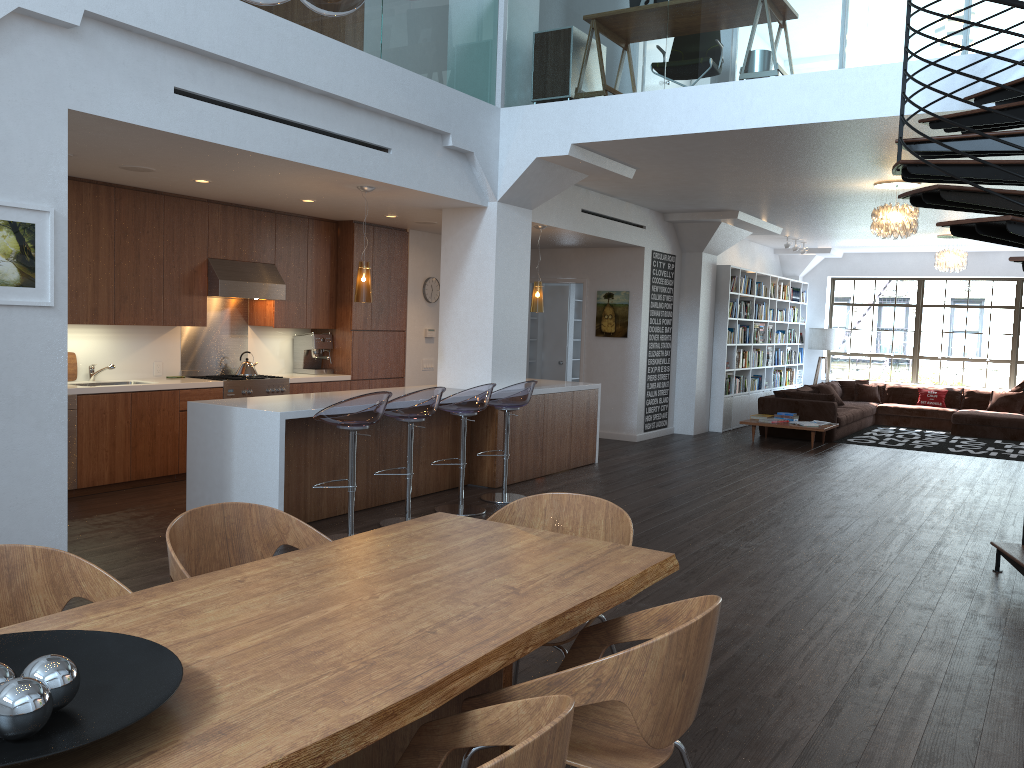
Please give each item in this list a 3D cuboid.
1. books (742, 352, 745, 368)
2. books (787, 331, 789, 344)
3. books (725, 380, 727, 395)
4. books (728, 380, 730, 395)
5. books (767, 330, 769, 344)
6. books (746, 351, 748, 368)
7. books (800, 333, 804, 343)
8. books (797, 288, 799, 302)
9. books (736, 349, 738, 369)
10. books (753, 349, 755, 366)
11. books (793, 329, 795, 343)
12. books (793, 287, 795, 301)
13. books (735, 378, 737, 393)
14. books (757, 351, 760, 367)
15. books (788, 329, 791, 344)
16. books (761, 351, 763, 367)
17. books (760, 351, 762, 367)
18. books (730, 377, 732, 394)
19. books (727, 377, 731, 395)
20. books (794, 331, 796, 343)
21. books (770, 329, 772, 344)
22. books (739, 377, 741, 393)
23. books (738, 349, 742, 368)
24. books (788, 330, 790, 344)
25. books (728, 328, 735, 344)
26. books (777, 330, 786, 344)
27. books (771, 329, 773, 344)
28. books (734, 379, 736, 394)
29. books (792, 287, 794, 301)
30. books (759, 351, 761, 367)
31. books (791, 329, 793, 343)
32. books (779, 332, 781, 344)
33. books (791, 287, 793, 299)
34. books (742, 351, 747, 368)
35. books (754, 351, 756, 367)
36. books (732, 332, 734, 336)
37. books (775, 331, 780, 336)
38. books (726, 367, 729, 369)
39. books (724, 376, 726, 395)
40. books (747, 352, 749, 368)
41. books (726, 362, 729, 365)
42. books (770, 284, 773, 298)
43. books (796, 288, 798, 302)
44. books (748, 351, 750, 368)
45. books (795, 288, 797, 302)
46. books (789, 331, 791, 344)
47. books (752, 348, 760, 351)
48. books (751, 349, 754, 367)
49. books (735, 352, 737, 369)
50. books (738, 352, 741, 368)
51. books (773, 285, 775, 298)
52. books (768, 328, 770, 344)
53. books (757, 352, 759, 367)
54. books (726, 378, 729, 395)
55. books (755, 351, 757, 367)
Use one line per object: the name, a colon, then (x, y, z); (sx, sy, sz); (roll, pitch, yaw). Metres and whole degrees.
books: (3.490, -0.374, 13.649); (0.171, 0.246, 0.057); (5, 5, 32)
books: (4.815, -0.832, 15.712); (0.161, 0.223, 0.032); (5, 5, 32)
books: (3.066, 0.046, 13.012); (0.161, 0.223, 0.032); (5, 5, 32)
books: (3.133, 0.042, 13.110); (0.161, 0.223, 0.032); (5, 5, 32)
books: (4.160, -0.782, 14.665); (0.161, 0.223, 0.030); (5, 5, 32)
books: (3.553, -0.382, 13.746); (0.183, 0.253, 0.034); (5, 5, 32)
books: (5.325, -0.865, 16.524); (0.182, 0.215, 0.188); (5, 5, 32)
books: (5.102, -1.616, 16.091); (0.183, 0.253, 0.042); (5, 5, 32)
books: (3.321, -0.385, 13.347); (0.140, 0.298, 0.044); (5, 5, 32)
books: (3.767, -0.416, 14.084); (0.176, 0.290, 0.053); (4, 5, 31)
books: (5.021, -0.863, 16.048); (0.183, 0.253, 0.042); (5, 5, 32)
books: (4.959, -1.606, 15.871); (0.183, 0.253, 0.042); (5, 5, 32)
books: (3.314, 0.022, 13.428); (0.176, 0.231, 0.053); (5, 5, 32)
books: (3.898, -0.407, 14.283); (0.183, 0.253, 0.034); (4, 5, 31)
books: (4.890, -0.853, 15.848); (0.183, 0.253, 0.042); (5, 5, 32)
books: (3.982, -0.415, 14.444); (0.183, 0.253, 0.034); (4, 5, 31)
books: (3.961, -0.411, 14.392); (0.160, 0.250, 0.026); (4, 5, 31)
books: (3.185, 0.022, 13.217); (0.180, 0.251, 0.048); (5, 5, 32)
books: (3.141, 0.024, 13.148); (0.183, 0.253, 0.042); (5, 5, 32)
books: (5.067, -0.857, 16.125); (0.174, 0.236, 0.142); (4, 5, 31)
books: (4.229, -0.802, 14.792); (0.183, 0.253, 0.039); (5, 5, 32)
books: (3.417, 0.007, 13.582); (0.171, 0.246, 0.039); (5, 5, 32)
books: (3.419, -0.392, 13.544); (0.176, 0.290, 0.053); (5, 5, 32)
books: (4.839, -0.842, 15.748); (0.174, 0.240, 0.054); (5, 5, 32)
books: (3.227, -0.715, 13.160); (0.140, 0.231, 0.042); (5, 5, 32)
books: (4.717, -0.827, 15.539); (0.140, 0.231, 0.042); (5, 5, 32)
books: (4.269, -0.802, 14.849); (0.171, 0.246, 0.036); (5, 5, 32)
books: (3.300, 0.028, 13.386); (0.161, 0.223, 0.032); (5, 5, 32)
books: (4.936, -1.604, 15.834); (0.183, 0.253, 0.042); (5, 5, 32)
books: (3.935, -0.414, 14.357); (0.180, 0.259, 0.060); (4, 5, 31)
books: (4.970, -0.862, 15.978); (0.180, 0.259, 0.042); (5, 5, 32)
books: (4.544, -0.794, 15.261); (0.139, 0.191, 0.036); (5, 5, 32)
books: (4.907, -1.603, 15.800); (0.183, 0.253, 0.042); (5, 5, 32)
books: (3.532, -0.381, 13.720); (0.183, 0.253, 0.034); (5, 5, 32)
books: (3.790, -0.400, 14.121); (0.183, 0.253, 0.034); (4, 5, 31)
books: (3.222, -0.681, 13.124); (0.107, 0.167, 0.017); (5, 5, 32)
books: (4.519, -0.800, 15.228); (0.140, 0.206, 0.042); (5, 5, 32)
books: (3.081, -0.242, 13.061); (0.197, 0.035, 0.284); (4, 4, 22)
books: (3.014, 0.017, 12.959); (0.198, 0.284, 0.049); (5, 5, 32)
books: (3.607, -0.385, 13.838); (0.160, 0.250, 0.026); (5, 5, 32)
books: (3.079, -0.308, 13.053); (0.174, 0.032, 0.254); (4, 4, 27)
books: (4.207, -1.537, 14.657); (0.174, 0.236, 0.136); (4, 5, 31)
books: (5.078, -1.614, 16.054); (0.183, 0.253, 0.042); (5, 5, 32)
books: (3.626, -0.388, 13.861); (0.183, 0.253, 0.034); (5, 5, 32)
books: (5.032, -1.611, 15.980); (0.183, 0.253, 0.042); (5, 5, 32)
books: (4.883, -0.836, 15.810); (0.161, 0.223, 0.032); (5, 5, 32)
books: (3.909, -0.428, 14.316); (0.176, 0.290, 0.036); (4, 5, 31)
books: (3.701, -0.410, 13.995); (0.198, 0.284, 0.066); (4, 5, 31)
books: (3.278, -0.359, 13.315); (0.189, 0.247, 0.057); (5, 5, 32)
books: (3.377, -0.366, 13.474); (0.171, 0.246, 0.057); (5, 5, 32)
books: (4.301, -1.538, 14.795); (0.161, 0.223, 0.032); (5, 5, 32)
books: (4.182, -0.798, 14.698); (0.174, 0.251, 0.051); (5, 5, 32)
books: (3.867, -0.400, 14.256); (0.174, 0.240, 0.045); (4, 5, 31)
books: (3.090, 0.036, 13.048); (0.174, 0.240, 0.054); (5, 5, 32)
books: (3.811, -0.401, 14.148); (0.183, 0.253, 0.034); (4, 5, 31)
